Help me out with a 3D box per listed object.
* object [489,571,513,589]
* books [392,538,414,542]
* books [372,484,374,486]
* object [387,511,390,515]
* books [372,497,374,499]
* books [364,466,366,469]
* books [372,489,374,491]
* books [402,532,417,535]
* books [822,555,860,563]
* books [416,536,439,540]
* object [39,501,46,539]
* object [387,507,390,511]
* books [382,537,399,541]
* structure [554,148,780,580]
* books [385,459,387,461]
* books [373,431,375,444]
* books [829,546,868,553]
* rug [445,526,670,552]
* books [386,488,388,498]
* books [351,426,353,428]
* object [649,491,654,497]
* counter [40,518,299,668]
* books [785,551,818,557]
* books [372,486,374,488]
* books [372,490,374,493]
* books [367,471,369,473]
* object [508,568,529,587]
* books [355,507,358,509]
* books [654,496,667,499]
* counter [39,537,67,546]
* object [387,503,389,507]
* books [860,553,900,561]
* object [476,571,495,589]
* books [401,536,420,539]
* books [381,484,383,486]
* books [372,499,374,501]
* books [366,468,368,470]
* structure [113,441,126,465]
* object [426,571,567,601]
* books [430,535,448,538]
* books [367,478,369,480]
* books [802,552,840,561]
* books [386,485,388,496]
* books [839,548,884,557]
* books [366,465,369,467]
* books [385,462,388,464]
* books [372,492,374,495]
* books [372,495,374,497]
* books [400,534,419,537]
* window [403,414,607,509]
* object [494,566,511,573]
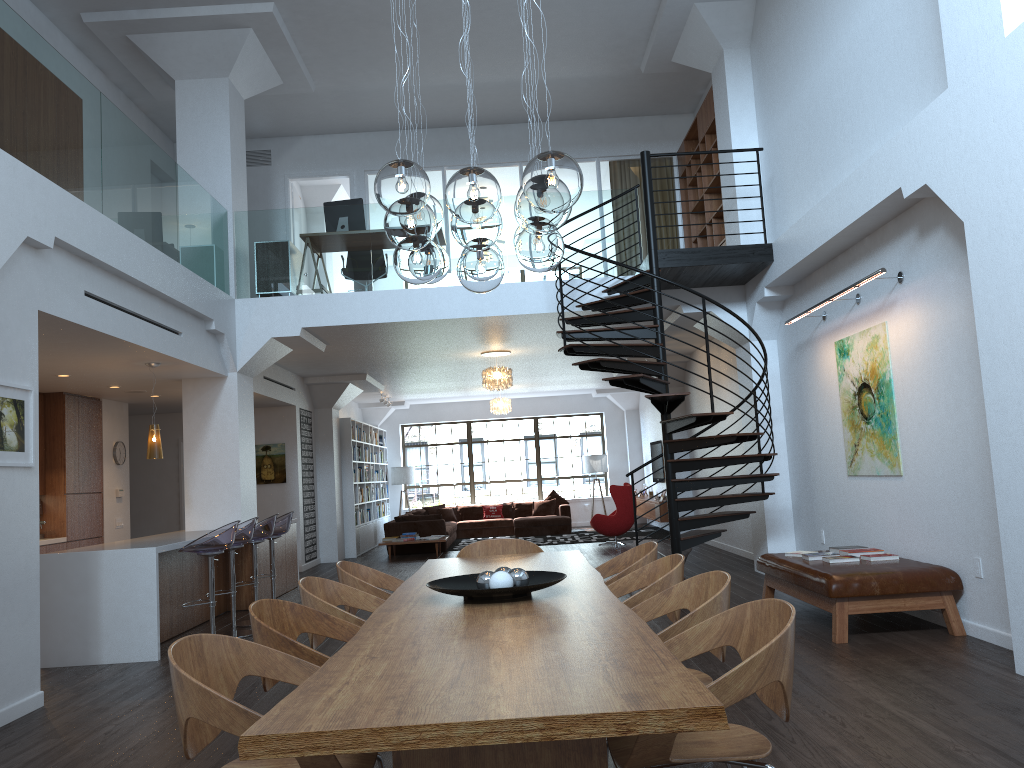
[{"bbox_3d":[-0.044,0.818,3.633,0.100,0.100,0.100,-9,-8,44],"label":"object"},{"bbox_3d":[-1.810,2.588,14.736,0.236,0.035,0.340,-6,-6,24],"label":"books"},{"bbox_3d":[-2.867,2.025,17.654,0.185,0.041,0.129,-5,-6,14],"label":"books"},{"bbox_3d":[-2.870,2.852,19.515,0.331,0.088,0.410,-3,-6,-1],"label":"object"},{"bbox_3d":[-2.876,2.267,17.633,0.251,0.037,0.160,-4,-6,4],"label":"books"},{"bbox_3d":[-2.879,1.591,16.860,0.174,0.045,0.240,-3,-6,-1],"label":"books"},{"bbox_3d":[-2.873,2.112,17.659,0.223,0.032,0.161,-3,-6,-1],"label":"books"},{"bbox_3d":[-1.745,2.558,15.146,0.224,0.027,0.157,-4,-6,4],"label":"books"},{"bbox_3d":[2.475,1.319,6.675,0.224,0.032,0.161,-3,-6,-1],"label":"books"},{"bbox_3d":[-1.409,2.562,14.731,0.342,0.040,0.231,-8,-8,39],"label":"books"},{"bbox_3d":[-5.352,1.504,9.812,0.439,0.455,0.284,-3,-6,-1],"label":"object"},{"bbox_3d":[-2.875,2.765,19.524,0.331,0.088,0.410,-3,-6,-1],"label":"object"},{"bbox_3d":[-2.058,2.633,15.075,0.241,0.045,0.334,-4,-6,1],"label":"books"},{"bbox_3d":[1.455,-0.142,8.592,1.998,4.352,1.998,1,-8,-39],"label":"structure"},{"bbox_3d":[-2.924,1.688,19.630,0.254,0.032,0.174,-8,-7,34],"label":"books"},{"bbox_3d":[-2.925,1.115,18.271,0.176,0.290,0.053,-3,-6,-1],"label":"books"},{"bbox_3d":[2.771,1.363,7.300,0.254,0.044,0.183,-3,-6,-6],"label":"books"},{"bbox_3d":[0.880,2.930,16.871,4.200,0.007,3.100,-4,-6,1],"label":"rug"},{"bbox_3d":[-2.849,2.422,19.639,0.161,0.213,0.146,-3,-6,-1],"label":"books"},{"bbox_3d":[-2.911,0.878,15.767,0.159,0.248,0.089,-3,-6,-1],"label":"books"},{"bbox_3d":[2.869,2.269,18.267,0.089,0.110,0.089,-9,-8,44],"label":"object"},{"bbox_3d":[-2.270,1.731,7.494,3.039,0.860,8.182,0,-7,-30],"label":"counter"},{"bbox_3d":[2.367,1.389,7.255,0.161,0.031,0.223,-1,-6,-23],"label":"books"},{"bbox_3d":[-2.862,2.058,17.658,0.208,0.024,0.144,-4,-6,4],"label":"books"},{"bbox_3d":[-2.878,2.146,17.649,0.253,0.040,0.183,-3,-6,-1],"label":"books"},{"bbox_3d":[-2.888,1.722,17.239,0.183,0.042,0.253,-3,-6,-1],"label":"books"},{"bbox_3d":[0.023,0.819,3.709,0.100,0.100,0.100,-9,-8,44],"label":"object"},{"bbox_3d":[-2.824,2.172,15.542,0.223,0.027,0.161,-4,-6,9],"label":"books"},{"bbox_3d":[2.846,2.146,16.734,0.250,0.053,0.400,-3,-6,-1],"label":"books"},{"bbox_3d":[-5.284,1.534,7.752,0.600,0.050,4.387,-3,-6,-1],"label":"counter"},{"bbox_3d":[-2.888,2.678,19.532,0.316,0.088,0.410,-3,-6,-1],"label":"object"},{"bbox_3d":[2.757,1.300,6.652,0.224,0.036,0.161,-3,-6,-6],"label":"books"},{"bbox_3d":[-0.101,0.833,3.718,0.100,0.100,0.100,-9,-8,44],"label":"object"},{"bbox_3d":[-1.741,2.624,15.137,0.312,0.037,0.216,-2,-6,-10],"label":"books"},{"bbox_3d":[-2.872,2.142,18.779,0.224,0.030,0.161,-4,-6,9],"label":"books"},{"bbox_3d":[-2.871,2.304,17.627,0.246,0.038,0.171,-3,-6,-1],"label":"books"},{"bbox_3d":[-2.914,1.661,17.275,0.223,0.027,0.161,-2,-6,-11],"label":"books"},{"bbox_3d":[-5.031,0.887,11.371,0.040,0.300,0.300,-3,-6,-1],"label":"structure"},{"bbox_3d":[-0.063,0.854,3.723,0.592,0.066,0.592,2,-8,-42],"label":"object"},{"bbox_3d":[-1.255,2.588,15.074,0.256,0.035,0.350,-6,-6,25],"label":"books"},{"bbox_3d":[-2.878,1.846,17.221,0.160,0.039,0.251,-4,-6,4],"label":"books"},{"bbox_3d":[2.417,1.348,6.939,0.247,0.040,0.185,-4,-6,3],"label":"books"},{"bbox_3d":[-2.850,2.392,19.744,0.176,0.290,0.053,-3,-6,-1],"label":"books"},{"bbox_3d":[2.753,1.330,6.982,0.283,0.043,0.197,-3,-6,-1],"label":"books"},{"bbox_3d":[-2.889,1.599,17.269,0.129,0.043,0.185,-5,-6,14],"label":"books"},{"bbox_3d":[-2.922,1.756,19.628,0.284,0.035,0.197,-7,-7,29],"label":"books"},{"bbox_3d":[-2.871,2.187,17.652,0.231,0.044,0.168,-3,-6,-6],"label":"books"},{"bbox_3d":[-2.883,2.232,17.662,0.259,0.040,0.180,-3,-6,-1],"label":"books"},{"bbox_3d":[-1.748,2.589,15.144,0.279,0.035,0.191,-4,-6,9],"label":"books"},{"bbox_3d":[-0.172,1.790,20.558,4.648,1.905,0.114,-3,-6,-1],"label":"window"},{"bbox_3d":[-0.034,0.831,3.793,0.100,0.100,0.100,-9,-8,44],"label":"object"}]
